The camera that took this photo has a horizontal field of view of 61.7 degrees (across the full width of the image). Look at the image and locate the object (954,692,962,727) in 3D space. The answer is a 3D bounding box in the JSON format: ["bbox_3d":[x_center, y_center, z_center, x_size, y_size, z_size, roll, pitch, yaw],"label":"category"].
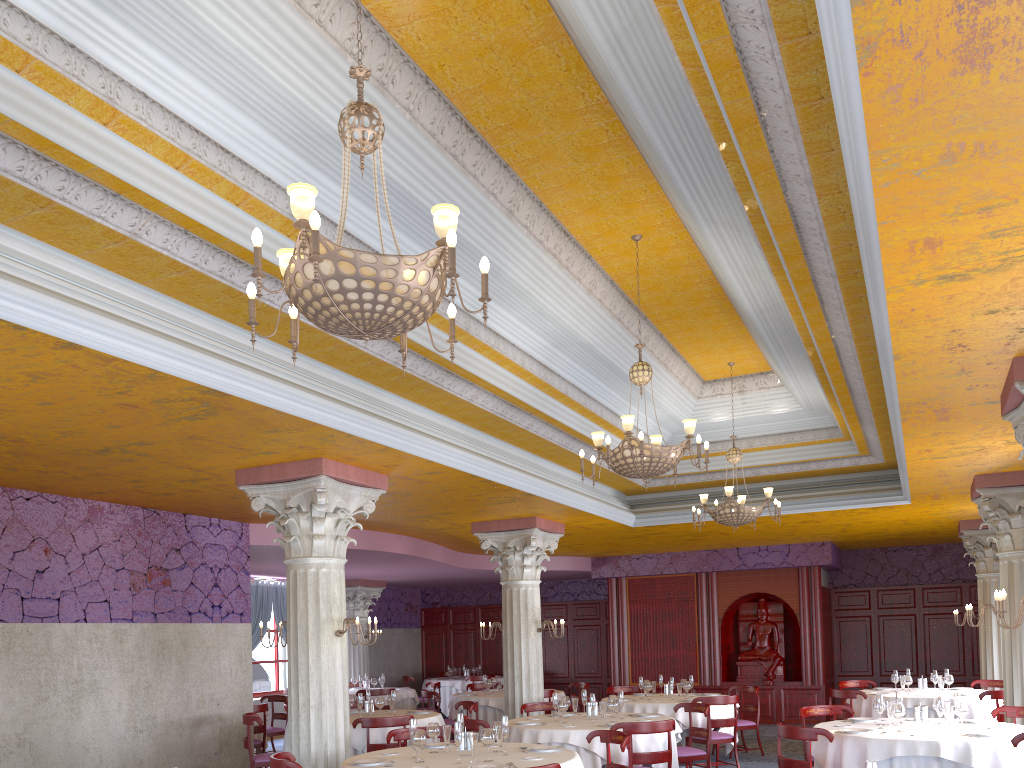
[{"bbox_3d":[4.344,3.169,8.342,0.074,0.330,0.074,-2,-2,17],"label":"object"}]

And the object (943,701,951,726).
[{"bbox_3d":[4.296,3.253,8.460,0.086,0.233,0.087,1,-4,-39],"label":"object"}]

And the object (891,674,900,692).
[{"bbox_3d":[5.795,4.517,12.948,0.124,0.260,0.123,-5,-6,39],"label":"object"}]

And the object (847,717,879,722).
[{"bbox_3d":[3.709,3.548,9.046,0.313,0.023,0.326,0,-16,-4],"label":"object"}]

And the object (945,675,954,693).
[{"bbox_3d":[6.292,4.319,12.323,0.124,0.260,0.123,-5,-6,39],"label":"object"}]

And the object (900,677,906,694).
[{"bbox_3d":[5.709,4.401,12.502,0.086,0.233,0.087,-2,-3,6],"label":"object"}]

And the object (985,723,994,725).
[{"bbox_3d":[4.726,3.334,8.400,0.232,0.013,0.028,4,-15,-19],"label":"object"}]

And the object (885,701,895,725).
[{"bbox_3d":[3.828,3.326,8.661,0.086,0.233,0.086,-3,-4,28],"label":"object"}]

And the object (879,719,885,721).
[{"bbox_3d":[3.889,3.560,9.086,0.027,0.013,0.241,3,-17,-18],"label":"object"}]

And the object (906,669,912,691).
[{"bbox_3d":[6.028,4.496,13.021,0.074,0.330,0.075,0,-3,-28],"label":"object"}]

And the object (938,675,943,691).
[{"bbox_3d":[6.378,4.461,12.768,0.086,0.233,0.087,1,-4,-39],"label":"object"}]

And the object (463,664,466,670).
[{"bbox_3d":[-1.185,7.181,21.445,0.074,0.330,0.074,-2,-2,17],"label":"object"}]

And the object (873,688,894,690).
[{"bbox_3d":[5.791,4.755,13.355,0.316,0.023,0.322,-9,-18,24],"label":"object"}]

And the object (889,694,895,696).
[{"bbox_3d":[5.426,4.425,12.190,0.257,0.019,0.057,3,-15,-15],"label":"object"}]

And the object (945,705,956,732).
[{"bbox_3d":[4.094,3.122,7.992,0.086,0.233,0.087,-2,-3,6],"label":"object"}]

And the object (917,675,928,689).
[{"bbox_3d":[6.090,4.424,12.707,0.144,0.208,0.073,-2,-3,6],"label":"object"}]

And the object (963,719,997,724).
[{"bbox_3d":[4.686,3.383,8.580,0.316,0.023,0.322,-9,-18,24],"label":"object"}]

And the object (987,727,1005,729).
[{"bbox_3d":[4.572,3.248,8.086,0.158,0.009,0.165,2,-17,-14],"label":"object"}]

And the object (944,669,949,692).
[{"bbox_3d":[6.427,4.376,12.651,0.074,0.330,0.075,0,-3,-28],"label":"object"}]

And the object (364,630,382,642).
[{"bbox_3d":[-1.595,5.569,17.515,0.354,1.156,5.838,0,-14,-36],"label":"object"}]

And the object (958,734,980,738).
[{"bbox_3d":[4.040,3.108,7.562,0.027,0.013,0.241,3,-17,-18],"label":"object"}]

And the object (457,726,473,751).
[{"bbox_3d":[-0.393,3.013,7.278,0.144,0.208,0.073,-2,-3,6],"label":"object"}]

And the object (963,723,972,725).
[{"bbox_3d":[4.510,3.366,8.482,0.029,0.010,0.144,3,-17,-16],"label":"object"}]

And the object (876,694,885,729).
[{"bbox_3d":[3.575,3.182,8.313,0.074,0.330,0.074,-3,-3,39],"label":"object"}]

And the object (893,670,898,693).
[{"bbox_3d":[5.658,4.389,12.622,0.074,0.330,0.075,0,-3,-28],"label":"object"}]

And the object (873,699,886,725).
[{"bbox_3d":[3.712,3.310,8.639,0.124,0.260,0.123,-5,-6,39],"label":"object"}]

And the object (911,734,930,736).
[{"bbox_3d":[3.686,3.168,7.728,0.159,0.009,0.164,6,-18,-23],"label":"object"}]

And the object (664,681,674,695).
[{"bbox_3d":[2.383,4.623,13.021,0.144,0.208,0.073,-2,-3,6],"label":"object"}]

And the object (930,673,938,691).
[{"bbox_3d":[6.356,4.482,12.884,0.123,0.260,0.124,-3,-5,17],"label":"object"}]

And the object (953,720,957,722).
[{"bbox_3d":[4.585,3.442,8.766,0.257,0.019,0.057,3,-15,-15],"label":"object"}]

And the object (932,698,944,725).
[{"bbox_3d":[4.273,3.275,8.576,0.123,0.260,0.124,-3,-5,17],"label":"object"}]

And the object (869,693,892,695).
[{"bbox_3d":[5.324,4.481,12.376,0.316,0.023,0.322,-9,-18,24],"label":"object"}]

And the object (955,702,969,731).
[{"bbox_3d":[4.209,3.112,8.014,0.122,0.260,0.125,-1,-4,-6],"label":"object"}]

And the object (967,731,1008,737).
[{"bbox_3d":[4.220,3.108,7.602,0.316,0.023,0.322,-9,-18,24],"label":"object"}]

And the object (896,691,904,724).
[{"bbox_3d":[3.945,3.289,8.712,0.074,0.330,0.075,-1,-2,-6],"label":"object"}]

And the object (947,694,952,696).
[{"bbox_3d":[6.122,4.315,11.870,0.027,0.013,0.241,3,-17,-18],"label":"object"}]

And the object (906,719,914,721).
[{"bbox_3d":[4.215,3.519,8.972,0.160,0.009,0.163,9,-20,-33],"label":"object"}]

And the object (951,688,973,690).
[{"bbox_3d":[6.769,4.590,12.888,0.316,0.023,0.322,-9,-18,24],"label":"object"}]

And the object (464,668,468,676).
[{"bbox_3d":[-1.122,7.108,21.131,0.144,0.208,0.073,-2,-3,6],"label":"object"}]

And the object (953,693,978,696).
[{"bbox_3d":[6.302,4.315,11.910,0.316,0.023,0.322,-9,-18,24],"label":"object"}]

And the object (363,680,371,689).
[{"bbox_3d":[-2.877,5.942,16.993,0.144,0.208,0.073,-2,-3,6],"label":"object"}]

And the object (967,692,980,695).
[{"bbox_3d":[6.488,4.342,12.012,0.054,0.019,0.267,2,-17,-14],"label":"object"}]

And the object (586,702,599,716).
[{"bbox_3d":[0.939,3.785,10.034,0.144,0.208,0.073,-2,-3,6],"label":"object"}]

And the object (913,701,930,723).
[{"bbox_3d":[4.008,3.216,8.399,0.144,0.208,0.073,-2,-3,6],"label":"object"}]

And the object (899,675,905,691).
[{"bbox_3d":[5.911,4.533,12.969,0.086,0.233,0.087,-2,-3,6],"label":"object"}]

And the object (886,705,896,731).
[{"bbox_3d":[3.627,3.194,8.193,0.086,0.233,0.087,1,-4,-39],"label":"object"}]

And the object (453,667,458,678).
[{"bbox_3d":[-1.418,7.202,21.372,0.122,0.260,0.124,1,-5,-28],"label":"object"}]

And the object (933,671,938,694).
[{"bbox_3d":[6.057,4.269,12.252,0.074,0.330,0.075,0,-3,-28],"label":"object"}]

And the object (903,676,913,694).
[{"bbox_3d":[5.731,4.354,12.387,0.122,0.260,0.125,-1,-4,-6],"label":"object"}]

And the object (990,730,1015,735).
[{"bbox_3d":[4.406,3.135,7.704,0.054,0.019,0.267,2,-17,-14],"label":"object"}]

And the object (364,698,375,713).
[{"bbox_3d":[-1.894,4.260,11.369,0.144,0.208,0.073,-2,-3,6],"label":"object"}]

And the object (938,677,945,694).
[{"bbox_3d":[6.177,4.329,12.301,0.086,0.233,0.087,-2,-3,6],"label":"object"}]

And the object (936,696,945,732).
[{"bbox_3d":[3.974,3.062,7.943,0.074,0.330,0.075,0,-3,-28],"label":"object"}]

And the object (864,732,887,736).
[{"bbox_3d":[3.344,3.218,7.882,0.257,0.019,0.057,3,-15,-15],"label":"object"}]

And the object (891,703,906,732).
[{"bbox_3d":[3.648,3.146,8.078,0.122,0.260,0.125,-1,-4,-6],"label":"object"}]

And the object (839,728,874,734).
[{"bbox_3d":[3.242,3.274,8.068,0.316,0.023,0.322,-9,-18,24],"label":"object"}]

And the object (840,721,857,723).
[{"bbox_3d":[3.523,3.525,8.944,0.054,0.019,0.267,2,-17,-14],"label":"object"}]

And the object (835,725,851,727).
[{"bbox_3d":[3.329,3.439,8.614,0.160,0.009,0.163,-9,-18,24],"label":"object"}]
